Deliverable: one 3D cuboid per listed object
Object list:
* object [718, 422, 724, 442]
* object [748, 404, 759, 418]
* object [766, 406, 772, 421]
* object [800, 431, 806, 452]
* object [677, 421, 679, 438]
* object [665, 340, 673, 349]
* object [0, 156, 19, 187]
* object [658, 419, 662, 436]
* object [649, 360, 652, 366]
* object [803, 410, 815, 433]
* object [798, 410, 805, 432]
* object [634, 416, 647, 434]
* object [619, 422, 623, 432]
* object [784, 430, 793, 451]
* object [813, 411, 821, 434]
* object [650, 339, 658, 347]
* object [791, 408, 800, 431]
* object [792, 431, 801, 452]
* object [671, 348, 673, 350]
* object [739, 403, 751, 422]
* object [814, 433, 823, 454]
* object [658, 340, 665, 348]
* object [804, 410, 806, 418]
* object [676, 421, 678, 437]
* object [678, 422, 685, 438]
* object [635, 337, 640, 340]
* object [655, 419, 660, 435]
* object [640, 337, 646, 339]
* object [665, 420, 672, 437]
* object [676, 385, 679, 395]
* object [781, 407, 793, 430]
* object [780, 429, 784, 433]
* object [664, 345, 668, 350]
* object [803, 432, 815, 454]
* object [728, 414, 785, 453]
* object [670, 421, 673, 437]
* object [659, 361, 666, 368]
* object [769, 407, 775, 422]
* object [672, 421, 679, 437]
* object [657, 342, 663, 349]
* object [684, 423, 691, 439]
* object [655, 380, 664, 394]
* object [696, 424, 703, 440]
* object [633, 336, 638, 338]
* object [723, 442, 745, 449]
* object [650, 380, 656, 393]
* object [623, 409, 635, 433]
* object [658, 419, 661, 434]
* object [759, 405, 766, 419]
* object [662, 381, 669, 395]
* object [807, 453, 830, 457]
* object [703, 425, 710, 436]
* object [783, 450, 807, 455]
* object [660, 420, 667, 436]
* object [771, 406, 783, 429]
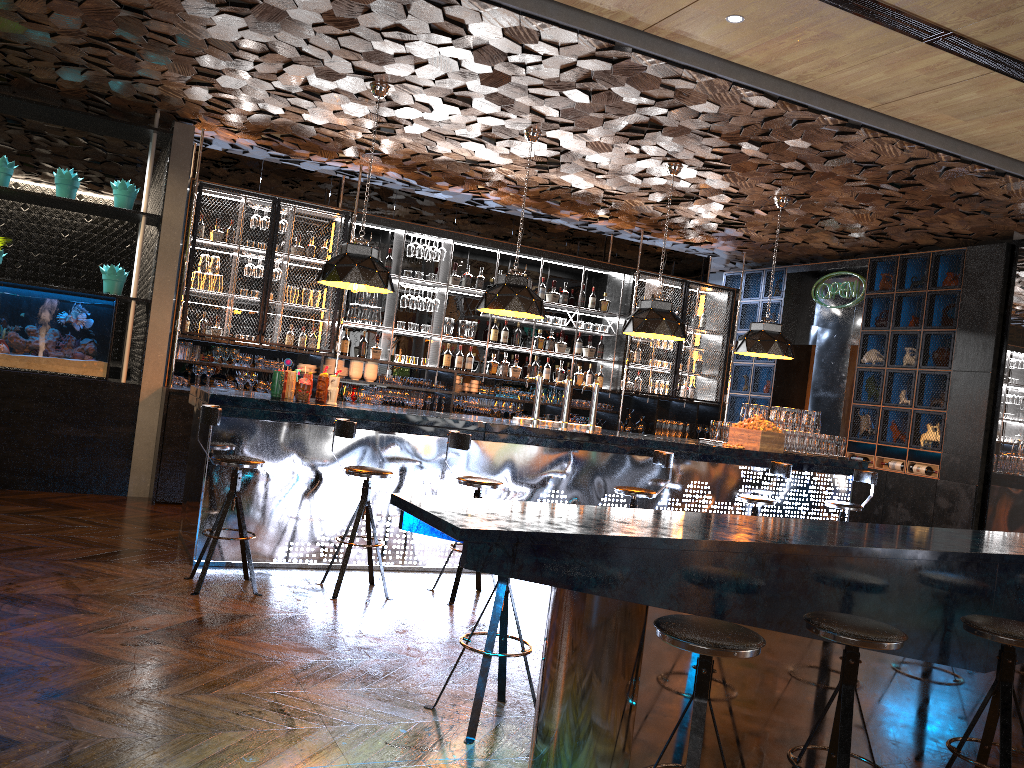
[{"bbox_3d":[2.106,0.483,8.838,0.105,0.209,0.105,7,0,-1],"label":"object"},{"bbox_3d":[2.383,0.304,8.735,0.105,0.209,0.105,7,0,-1],"label":"object"},{"bbox_3d":[2.574,0.329,8.966,0.105,0.209,0.105,7,0,-1],"label":"object"},{"bbox_3d":[2.779,0.561,8.511,0.105,0.209,0.105,7,0,-1],"label":"object"},{"bbox_3d":[2.137,0.596,11.305,0.079,0.231,0.079,7,-1,44],"label":"object"},{"bbox_3d":[1.986,-0.571,11.206,0.092,0.244,0.092,7,-1,-31],"label":"object"},{"bbox_3d":[-4.630,-1.914,7.996,0.245,0.325,0.265,7,0,29],"label":"object"},{"bbox_3d":[1.885,0.565,11.286,0.079,0.231,0.079,7,0,7],"label":"object"},{"bbox_3d":[1.785,-0.258,11.247,0.089,0.092,0.089,7,-1,31],"label":"object"},{"bbox_3d":[2.836,0.357,8.467,0.105,0.209,0.105,7,0,-1],"label":"object"},{"bbox_3d":[2.777,0.351,8.568,0.105,0.209,0.105,7,0,-1],"label":"object"},{"bbox_3d":[1.599,0.520,11.022,0.158,0.248,0.158,7,-1,-31],"label":"object"},{"bbox_3d":[1.293,0.451,10.935,0.186,0.307,0.186,7,0,-20],"label":"object"},{"bbox_3d":[2.569,0.533,8.272,0.105,0.209,0.105,7,0,-1],"label":"object"},{"bbox_3d":[2.915,0.368,8.510,0.105,0.209,0.105,7,0,-1],"label":"object"},{"bbox_3d":[1.816,-0.592,11.308,0.092,0.244,0.092,7,-1,-31],"label":"object"},{"bbox_3d":[2.666,0.336,8.380,0.105,0.209,0.105,7,0,-1],"label":"object"},{"bbox_3d":[2.662,0.545,8.332,0.105,0.209,0.105,7,0,-1],"label":"object"},{"bbox_3d":[2.096,-0.556,11.443,0.092,0.244,0.092,7,-1,-31],"label":"object"},{"bbox_3d":[2.325,0.297,8.836,0.105,0.209,0.105,7,0,-1],"label":"object"},{"bbox_3d":[2.912,0.577,8.462,0.105,0.209,0.105,7,0,-1],"label":"object"},{"bbox_3d":[1.887,-0.584,11.159,0.092,0.244,0.092,7,-1,-31],"label":"object"},{"bbox_3d":[2.875,0.363,8.621,0.105,0.209,0.105,7,0,-1],"label":"object"},{"bbox_3d":[2.135,0.597,11.393,0.079,0.231,0.079,7,0,29],"label":"object"},{"bbox_3d":[2.132,0.595,11.202,0.079,0.231,0.079,7,0,10],"label":"object"},{"bbox_3d":[1.594,-0.609,11.230,0.089,0.092,0.089,7,0,0],"label":"object"},{"bbox_3d":[1.796,0.552,11.040,0.079,0.231,0.079,7,0,10],"label":"object"},{"bbox_3d":[1.644,-0.604,11.072,0.089,0.092,0.089,7,0,25],"label":"object"},{"bbox_3d":[1.961,0.573,11.124,0.079,0.231,0.079,7,-1,41],"label":"object"},{"bbox_3d":[2.058,0.086,11.279,0.105,0.209,0.105,7,-1,-41],"label":"object"},{"bbox_3d":[2.586,0.326,8.337,0.105,0.209,0.105,7,0,-1],"label":"object"},{"bbox_3d":[2.530,0.529,8.381,0.105,0.209,0.105,7,0,-1],"label":"object"},{"bbox_3d":[2.003,-0.568,11.398,0.092,0.244,0.092,7,-1,-31],"label":"object"},{"bbox_3d":[2.818,0.565,8.402,0.105,0.209,0.105,7,0,-1],"label":"object"},{"bbox_3d":[2.303,0.445,8.277,0.340,0.332,0.464,7,0,-22],"label":"object"},{"bbox_3d":[2.050,0.585,11.265,0.079,0.231,0.079,7,0,-24],"label":"object"},{"bbox_3d":[1.907,-0.243,11.257,0.089,0.092,0.089,7,0,-25],"label":"object"},{"bbox_3d":[2.632,0.335,8.865,0.105,0.209,0.105,7,0,-1],"label":"object"},{"bbox_3d":[2.049,0.585,11.166,0.079,0.231,0.079,7,0,1],"label":"object"},{"bbox_3d":[1.915,-0.579,11.355,0.092,0.244,0.092,7,-1,-31],"label":"object"},{"bbox_3d":[2.223,0.607,11.248,0.079,0.231,0.079,7,0,-29],"label":"object"},{"bbox_3d":[1.854,0.060,11.177,0.105,0.209,0.105,7,-1,-41],"label":"object"},{"bbox_3d":[2.377,0.629,11.315,0.101,0.227,0.101,7,-1,42],"label":"object"},{"bbox_3d":[1.540,-0.617,11.036,0.089,0.092,0.089,7,0,0],"label":"object"},{"bbox_3d":[2.012,0.560,8.037,0.198,0.045,0.377,7,0,13],"label":"object"},{"bbox_3d":[1.798,0.054,11.278,0.105,0.209,0.105,7,-1,-41],"label":"object"},{"bbox_3d":[1.453,0.468,11.012,0.170,0.313,0.170,7,-1,-31],"label":"object"},{"bbox_3d":[1.822,0.556,11.153,0.079,0.231,0.079,7,-1,44],"label":"object"},{"bbox_3d":[2.463,0.314,8.778,0.105,0.209,0.105,7,0,-1],"label":"object"},{"bbox_3d":[1.935,0.071,11.286,0.105,0.209,0.105,7,-1,-41],"label":"object"},{"bbox_3d":[2.801,0.662,8.553,0.273,0.019,0.437,7,0,-26],"label":"object"},{"bbox_3d":[2.488,0.643,11.413,0.101,0.227,0.101,7,-1,42],"label":"object"},{"bbox_3d":[2.552,0.630,8.423,0.273,0.019,0.437,7,0,-26],"label":"object"},{"bbox_3d":[1.887,0.564,11.086,0.079,0.231,0.079,7,0,-29],"label":"object"},{"bbox_3d":[2.528,0.319,8.438,0.105,0.209,0.105,7,0,-1],"label":"object"}]
